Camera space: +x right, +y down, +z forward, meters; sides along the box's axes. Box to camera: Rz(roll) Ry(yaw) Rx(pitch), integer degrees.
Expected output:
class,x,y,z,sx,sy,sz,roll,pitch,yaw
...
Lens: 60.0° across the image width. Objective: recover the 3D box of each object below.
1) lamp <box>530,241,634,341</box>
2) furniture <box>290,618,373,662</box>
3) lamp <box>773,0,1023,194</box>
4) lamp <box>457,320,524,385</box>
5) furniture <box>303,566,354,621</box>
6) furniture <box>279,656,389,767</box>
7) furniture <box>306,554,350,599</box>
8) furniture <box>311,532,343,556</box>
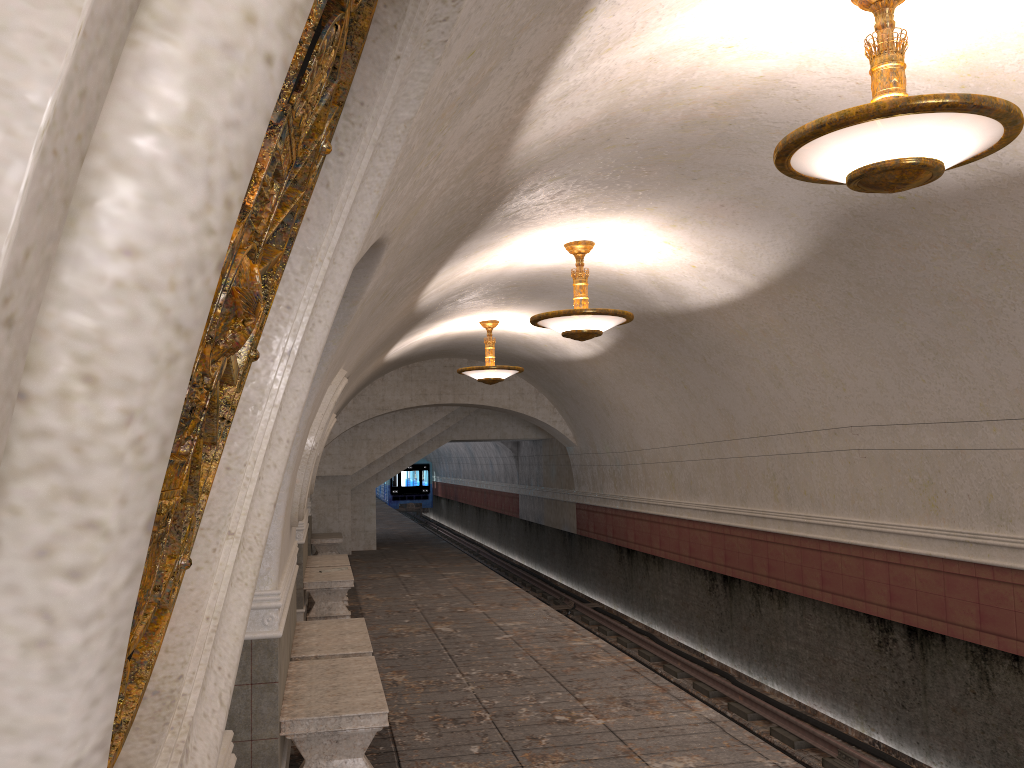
class,x,y,z,sx,sy,sz,roll,pitch,yaw
lamp,0.669,-0.887,8.633,1.008,0.955,1.008,-2,-5,4
furniture,-1.502,2.346,7.377,0.613,0.508,1.509,0,-5,-12
lamp,1.669,-1.315,3.929,1.008,0.955,1.008,-2,-5,4
lamp,-0.330,-0.460,13.339,1.008,0.955,1.008,-5,-6,34
furniture,-2.389,2.725,11.548,0.613,0.508,1.509,0,-5,-12
furniture,-1.154,2.197,5.738,0.613,0.508,1.509,0,-5,-12
furniture,-2.737,2.873,13.186,0.613,0.508,1.509,0,-5,-12
furniture,-3.693,3.283,17.688,0.613,0.508,1.509,0,-5,-12
